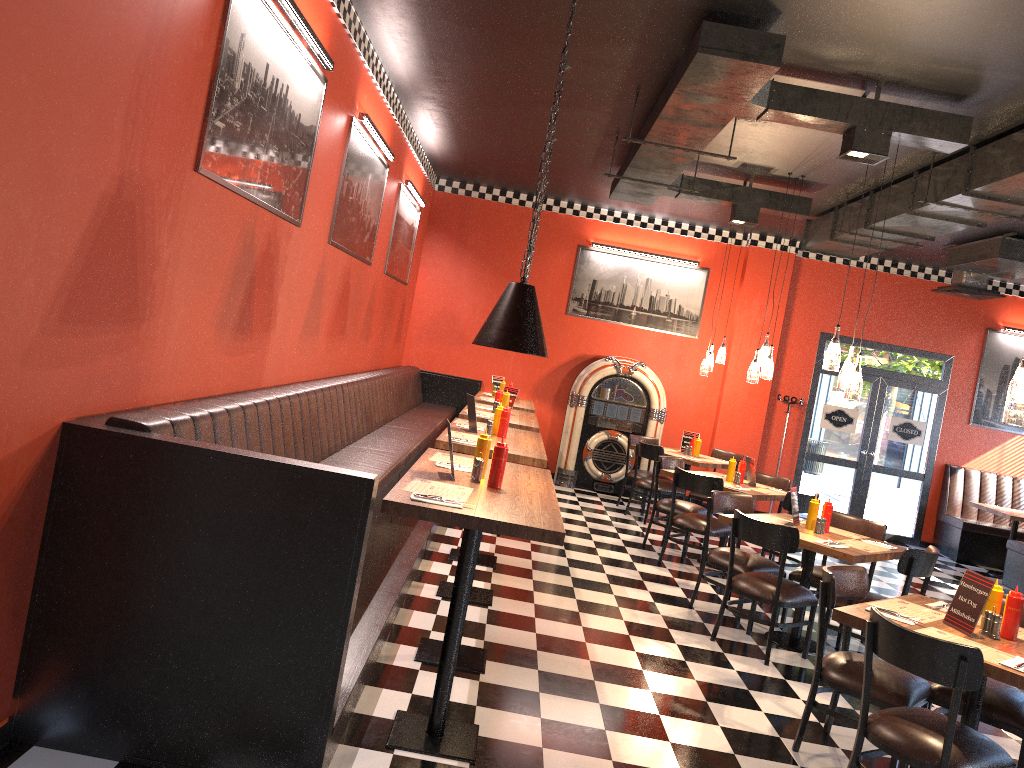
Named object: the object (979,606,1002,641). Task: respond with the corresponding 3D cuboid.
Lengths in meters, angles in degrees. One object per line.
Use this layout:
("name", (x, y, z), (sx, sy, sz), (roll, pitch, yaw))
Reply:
("object", (2.111, 1.044, 3.893), (0.046, 0.136, 0.094), (10, 1, -10))

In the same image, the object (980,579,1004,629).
("object", (2.170, 0.997, 3.998), (0.068, 0.238, 0.068), (10, 0, 15))

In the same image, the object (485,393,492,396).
("object", (-0.211, 0.139, 10.925), (0.255, 0.019, 0.157), (10, 2, -3))

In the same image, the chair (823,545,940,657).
("chair", (2.391, 1.429, 5.721), (0.547, 0.867, 0.484), (11, 1, 42))

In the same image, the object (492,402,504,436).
("object", (-0.096, 0.249, 6.347), (0.068, 0.238, 0.068), (10, 0, 9))

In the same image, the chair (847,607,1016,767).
("chair", (1.660, 1.390, 3.542), (0.542, 0.867, 0.488), (10, 1, -33))

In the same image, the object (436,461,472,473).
("object", (-0.256, 0.415, 4.436), (0.255, 0.019, 0.157), (10, 2, -3))

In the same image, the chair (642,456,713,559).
("chair", (1.602, 1.162, 8.503), (0.547, 0.867, 0.484), (11, 1, 38))

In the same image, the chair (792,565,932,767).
("chair", (1.695, 1.366, 4.246), (0.547, 0.867, 0.484), (11, 1, 40))

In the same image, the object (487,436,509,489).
("object", (-0.060, 0.356, 4.051), (0.067, 0.238, 0.068), (10, 0, -25))

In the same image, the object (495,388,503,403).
("object", (-0.130, 0.152, 8.422), (0.068, 0.238, 0.068), (10, 0, -5))

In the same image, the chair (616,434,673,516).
("chair", (1.598, 1.074, 10.493), (0.484, 0.867, 0.547), (10, 1, -35))

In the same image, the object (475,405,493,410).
("object", (-0.262, 0.230, 8.631), (0.255, 0.019, 0.157), (10, 2, -3))

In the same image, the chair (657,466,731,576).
("chair", (1.642, 1.201, 7.790), (0.488, 0.867, 0.542), (11, 1, 40))

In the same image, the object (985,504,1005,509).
("object", (5.919, 1.497, 10.838), (0.157, 0.019, 0.255), (10, 2, 1))

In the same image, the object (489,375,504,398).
("object", (-0.169, 0.036, 10.667), (0.187, 0.257, 0.072), (10, 1, -40))

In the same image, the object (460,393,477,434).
("object", (-0.284, 0.208, 6.266), (0.072, 0.257, 0.189), (10, 1, -21))

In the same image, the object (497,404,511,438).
("object", (-0.053, 0.260, 6.265), (0.068, 0.238, 0.067), (10, 0, 21))

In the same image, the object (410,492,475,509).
("object", (-0.271, 0.454, 3.476), (0.255, 0.019, 0.157), (10, 2, -3))

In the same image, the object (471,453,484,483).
("object", (-0.157, 0.387, 4.141), (0.046, 0.136, 0.094), (10, 1, -9))

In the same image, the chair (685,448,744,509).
("chair", (2.405, 1.219, 10.571), (0.542, 0.867, 0.488), (10, 1, -35))

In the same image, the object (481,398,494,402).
("object", (-0.220, 0.185, 9.846), (0.255, 0.019, 0.157), (10, 2, -3))

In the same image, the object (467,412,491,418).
("object", (-0.268, 0.269, 7.710), (0.255, 0.019, 0.157), (10, 2, -3))

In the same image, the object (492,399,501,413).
("object", (-0.143, 0.208, 8.302), (0.046, 0.136, 0.094), (10, 1, -35))

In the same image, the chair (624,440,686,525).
("chair", (1.607, 1.102, 9.887), (0.543, 0.867, 0.488), (10, 1, -25))

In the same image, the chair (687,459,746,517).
("chair", (2.299, 1.231, 9.851), (0.546, 0.867, 0.485), (11, 1, 32))

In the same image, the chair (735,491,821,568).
("chair", (2.330, 1.329, 7.742), (0.484, 0.867, 0.547), (10, 1, -41))

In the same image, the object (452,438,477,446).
("object", (-0.272, 0.363, 5.568), (0.255, 0.019, 0.157), (10, 2, -3))

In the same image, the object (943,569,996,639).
("object", (2.015, 0.963, 3.909), (0.072, 0.257, 0.188), (10, 1, -10))

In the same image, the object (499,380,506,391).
("object", (-0.116, 0.059, 10.583), (0.068, 0.238, 0.068), (10, 0, -6))

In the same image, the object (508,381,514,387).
("object", (-0.025, 0.077, 10.572), (0.068, 0.238, 0.068), (10, 0, -6))

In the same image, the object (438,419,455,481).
("object", (-0.284, 0.303, 4.107), (0.072, 0.257, 0.188), (10, 1, -9))

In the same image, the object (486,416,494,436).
("object", (-0.155, 0.296, 6.242), (0.046, 0.136, 0.094), (10, 1, -10))

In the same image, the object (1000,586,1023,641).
("object", (2.213, 1.009, 3.916), (0.068, 0.238, 0.067), (11, 0, 43))

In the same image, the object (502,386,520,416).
("object", (-0.042, 0.156, 8.472), (0.189, 0.257, 0.072), (11, 1, 41))

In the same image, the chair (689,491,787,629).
("chair", (1.663, 1.262, 6.483), (0.484, 0.867, 0.547), (10, 1, -36))

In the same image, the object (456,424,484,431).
("object", (-0.287, 0.317, 6.535), (0.255, 0.019, 0.157), (10, 2, -3))

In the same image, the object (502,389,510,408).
("object", (-0.061, 0.167, 8.360), (0.068, 0.238, 0.068), (10, 0, -11))

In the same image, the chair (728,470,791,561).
("chair", (2.342, 1.298, 8.491), (0.488, 0.867, 0.543), (11, 1, 23))

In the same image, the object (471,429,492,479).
("object", (-0.143, 0.332, 4.258), (0.067, 0.238, 0.068), (10, 0, -25))

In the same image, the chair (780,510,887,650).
("chair", (2.352, 1.390, 6.435), (0.542, 0.867, 0.488), (10, 1, -45))

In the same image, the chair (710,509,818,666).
("chair", (1.652, 1.293, 5.733), (0.542, 0.867, 0.488), (10, 1, -42))

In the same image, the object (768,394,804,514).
("object", (3.481, 0.973, 11.529), (0.375, 1.658, 0.373), (10, 0, 23))

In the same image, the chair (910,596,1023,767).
("chair", (2.291, 1.475, 4.255), (0.488, 0.867, 0.542), (11, 1, 40))
